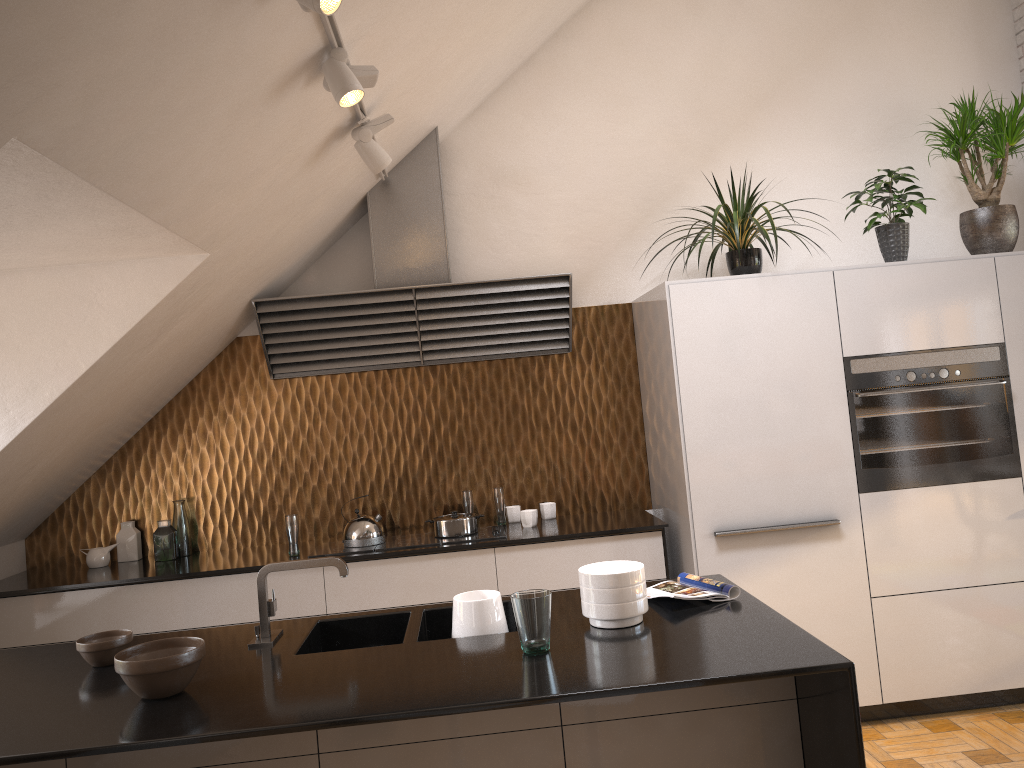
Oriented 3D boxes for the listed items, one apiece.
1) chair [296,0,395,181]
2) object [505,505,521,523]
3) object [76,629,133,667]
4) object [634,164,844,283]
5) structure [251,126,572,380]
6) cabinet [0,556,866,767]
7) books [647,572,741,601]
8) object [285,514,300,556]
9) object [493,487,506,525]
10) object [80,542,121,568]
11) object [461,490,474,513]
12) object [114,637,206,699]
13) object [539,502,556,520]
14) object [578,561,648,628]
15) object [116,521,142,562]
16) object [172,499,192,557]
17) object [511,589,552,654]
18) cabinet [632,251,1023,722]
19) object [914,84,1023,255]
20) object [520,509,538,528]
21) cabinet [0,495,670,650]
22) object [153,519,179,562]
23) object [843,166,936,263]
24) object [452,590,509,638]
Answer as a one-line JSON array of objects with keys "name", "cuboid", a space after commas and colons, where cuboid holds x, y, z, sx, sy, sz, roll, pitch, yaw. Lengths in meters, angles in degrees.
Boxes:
[{"name": "chair", "cuboid": [1.525, 0.090, 2.543, 4.019, 2.692, 3.483, -5, -2, -3]}, {"name": "object", "cuboid": [0.008, 0.663, 4.507, 0.078, 0.077, 0.077, -5, -2, -16]}, {"name": "object", "cuboid": [-1.138, 0.744, 2.480, 0.146, 0.075, 0.145, -4, -2, -34]}, {"name": "object", "cuboid": [1.067, -0.773, 4.254, 1.016, 0.585, 0.921, -6, -2, 15]}, {"name": "structure", "cuboid": [-0.504, -0.681, 4.463, 1.538, 1.179, 0.419, -5, -3, -3]}, {"name": "cabinet", "cuboid": [-0.467, 1.070, 2.315, 2.437, 1.138, 0.997, -5, -2, -3]}, {"name": "books", "cuboid": [0.506, 0.613, 2.644, 0.222, 0.044, 0.281, -5, -1, -21]}, {"name": "object", "cuboid": [-1.006, 0.694, 4.069, 0.062, 0.184, 0.062, -5, -3, -13]}, {"name": "object", "cuboid": [-0.060, 0.614, 4.453, 0.062, 0.184, 0.062, -5, -3, -7]}, {"name": "object", "cuboid": [-1.992, 0.829, 4.283, 0.178, 0.106, 0.107, -6, -2, 23]}, {"name": "object", "cuboid": [-0.217, 0.628, 4.441, 0.062, 0.184, 0.062, -5, -3, -13]}, {"name": "object", "cuboid": [-0.849, 0.695, 2.147, 0.206, 0.106, 0.205, -4, -2, -34]}, {"name": "object", "cuboid": [0.184, 0.647, 4.512, 0.078, 0.077, 0.077, -4, -3, -31]}, {"name": "object", "cuboid": [0.278, 0.575, 2.426, 0.181, 0.147, 0.181, -5, -2, -6]}, {"name": "object", "cuboid": [-1.901, 0.780, 4.393, 0.100, 0.191, 0.068, -5, -3, -3]}, {"name": "object", "cuboid": [-1.645, 0.715, 4.402, 0.089, 0.274, 0.088, -4, -4, -26]}, {"name": "object", "cuboid": [0.054, 0.596, 2.218, 0.103, 0.141, 0.103, -5, -3, -13]}, {"name": "cabinet", "cuboid": [1.861, 0.454, 4.247, 2.251, 2.007, 0.823, -5, -3, -3]}, {"name": "object", "cuboid": [2.372, -1.076, 4.364, 0.661, 0.950, 0.714, -7, -3, 36]}, {"name": "object", "cuboid": [0.084, 0.652, 4.293, 0.077, 0.077, 0.078, -6, -2, 14]}, {"name": "cabinet", "cuboid": [-0.831, 0.998, 4.178, 3.091, 0.918, 0.622, -5, -3, -3]}, {"name": "object", "cuboid": [-1.684, 0.759, 4.305, 0.100, 0.191, 0.068, -5, -3, -3]}, {"name": "object", "cuboid": [1.767, -0.781, 4.167, 0.396, 0.471, 0.363, -6, -3, 9]}, {"name": "object", "cuboid": [-0.092, 0.734, 2.586, 0.190, 0.233, 0.189, -3, -3, -41]}]
